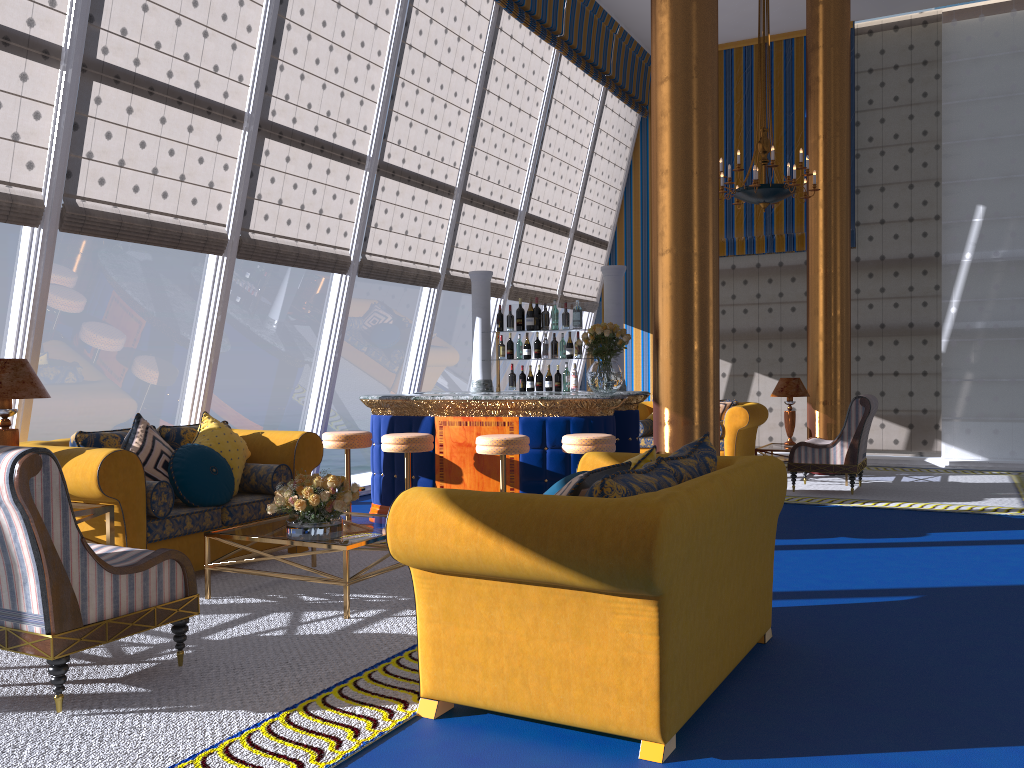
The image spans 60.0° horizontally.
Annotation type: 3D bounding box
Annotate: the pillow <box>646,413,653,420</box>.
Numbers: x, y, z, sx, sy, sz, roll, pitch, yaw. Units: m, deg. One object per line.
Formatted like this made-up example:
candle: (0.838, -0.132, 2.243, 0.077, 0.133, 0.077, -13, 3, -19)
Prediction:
pillow: (2.010, 0.414, 11.356, 0.605, 0.491, 0.234, 0, 1, 32)

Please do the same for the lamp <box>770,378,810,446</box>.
lamp: (3.219, 0.320, 10.267, 0.444, 0.783, 0.448, 0, 1, 12)

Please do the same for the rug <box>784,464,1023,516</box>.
rug: (2.703, 1.087, 10.211, 6.204, 0.011, 3.623, 0, 1, 26)

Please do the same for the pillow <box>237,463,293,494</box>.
pillow: (-1.700, 0.645, 6.032, 0.369, 0.219, 0.217, 0, 1, 26)

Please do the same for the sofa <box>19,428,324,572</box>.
sofa: (-2.196, 0.750, 5.731, 0.993, 0.854, 1.861, 0, 1, 27)

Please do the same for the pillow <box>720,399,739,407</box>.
pillow: (2.569, 0.486, 11.262, 0.608, 0.610, 0.343, 0, 1, 32)

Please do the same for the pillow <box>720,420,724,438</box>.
pillow: (2.508, 0.554, 10.764, 0.213, 0.219, 0.376, 0, 1, 32)

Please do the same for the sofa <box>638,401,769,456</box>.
sofa: (2.229, 0.661, 11.291, 1.831, 0.854, 1.020, 0, 1, 28)

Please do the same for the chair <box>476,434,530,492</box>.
chair: (-0.064, 0.762, 6.456, 0.400, 0.782, 0.396, -1, 1, -14)

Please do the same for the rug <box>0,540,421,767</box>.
rug: (-2.004, 1.201, 3.830, 3.561, 0.010, 6.308, 0, 1, 27)

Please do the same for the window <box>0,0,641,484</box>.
window: (-2.059, -1.762, 6.765, 1.605, 5.857, 15.595, 0, 1, 27)

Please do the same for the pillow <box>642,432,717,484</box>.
pillow: (0.667, 0.554, 3.828, 0.350, 0.673, 0.607, 0, 1, 35)

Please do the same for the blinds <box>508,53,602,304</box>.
blinds: (0.634, -2.747, 11.353, 0.867, 3.395, 1.376, 0, 1, 27)

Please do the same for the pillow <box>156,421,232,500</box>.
pillow: (-2.169, 0.535, 6.049, 0.244, 0.546, 0.615, 0, 1, 24)

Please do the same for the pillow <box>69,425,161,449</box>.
pillow: (-2.449, 0.542, 5.505, 0.244, 0.549, 0.612, 0, 1, 24)

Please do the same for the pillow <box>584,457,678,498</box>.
pillow: (0.401, 0.594, 3.296, 0.336, 0.610, 0.619, 0, 1, 32)

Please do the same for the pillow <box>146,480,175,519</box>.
pillow: (-2.152, 0.659, 5.137, 0.370, 0.219, 0.176, 0, 1, 26)

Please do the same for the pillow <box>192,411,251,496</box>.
pillow: (-1.948, 0.476, 5.940, 0.582, 0.583, 0.326, -1, 1, -43)

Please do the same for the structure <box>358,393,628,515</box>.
structure: (-0.189, 0.618, 7.250, 2.298, 1.065, 0.773, 0, 1, 16)

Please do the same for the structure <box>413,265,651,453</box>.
structure: (0.145, 0.038, 8.277, 2.297, 2.196, 0.774, 0, 1, 18)

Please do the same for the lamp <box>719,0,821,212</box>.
lamp: (2.634, -3.010, 9.272, 1.058, 2.422, 1.060, 0, 1, 4)

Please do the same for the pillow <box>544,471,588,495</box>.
pillow: (0.213, 0.554, 3.799, 0.392, 0.367, 0.458, -1, 1, -12)

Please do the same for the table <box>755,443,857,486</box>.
table: (3.333, 0.897, 10.022, 0.966, 0.369, 0.914, 0, 1, 27)

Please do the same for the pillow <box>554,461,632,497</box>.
pillow: (0.219, 0.537, 3.375, 0.324, 0.456, 0.526, 0, 1, 27)

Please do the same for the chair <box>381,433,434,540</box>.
chair: (-0.786, 0.766, 6.709, 0.401, 0.782, 0.395, -1, 1, -25)

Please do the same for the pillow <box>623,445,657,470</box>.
pillow: (0.507, 0.510, 3.854, 0.229, 0.491, 0.617, 0, 1, 32)

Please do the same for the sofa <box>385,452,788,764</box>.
sofa: (0.435, 0.761, 3.641, 1.002, 0.854, 1.864, 0, 1, 29)

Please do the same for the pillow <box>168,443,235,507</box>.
pillow: (-1.945, 0.576, 5.577, 0.316, 0.404, 0.478, 0, 1, 40)

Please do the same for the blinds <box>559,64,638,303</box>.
blinds: (1.319, -2.768, 12.683, 0.867, 3.395, 1.376, 0, 1, 27)

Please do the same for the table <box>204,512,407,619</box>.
table: (-1.051, 0.992, 5.069, 0.966, 0.369, 0.914, 0, 1, 27)

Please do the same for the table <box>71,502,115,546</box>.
table: (-2.915, 0.925, 4.453, 1.227, 0.550, 1.161, 0, 1, 27)

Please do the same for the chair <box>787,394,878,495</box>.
chair: (3.282, 0.595, 9.045, 0.777, 0.967, 0.800, 0, 1, 27)

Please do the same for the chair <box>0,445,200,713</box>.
chair: (-1.848, 0.703, 3.549, 0.787, 0.967, 0.791, 0, 1, 27)

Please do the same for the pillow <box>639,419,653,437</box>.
pillow: (1.647, 0.557, 11.230, 0.213, 0.219, 0.381, 0, 1, 32)

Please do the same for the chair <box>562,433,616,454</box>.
chair: (0.561, 0.756, 6.456, 0.399, 0.782, 0.398, -1, 1, -2)

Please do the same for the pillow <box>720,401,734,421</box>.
pillow: (2.484, 0.431, 11.078, 0.517, 0.456, 0.330, 0, 1, 26)

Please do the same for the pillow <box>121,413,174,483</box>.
pillow: (-2.199, 0.487, 5.454, 0.278, 0.619, 0.696, 0, 1, 25)

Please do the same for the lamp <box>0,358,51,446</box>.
lamp: (-2.762, 0.254, 4.837, 0.441, 0.783, 0.451, 0, 1, 42)

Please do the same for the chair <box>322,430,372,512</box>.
chair: (-1.309, 0.767, 7.081, 0.401, 0.782, 0.395, -1, 1, -25)
